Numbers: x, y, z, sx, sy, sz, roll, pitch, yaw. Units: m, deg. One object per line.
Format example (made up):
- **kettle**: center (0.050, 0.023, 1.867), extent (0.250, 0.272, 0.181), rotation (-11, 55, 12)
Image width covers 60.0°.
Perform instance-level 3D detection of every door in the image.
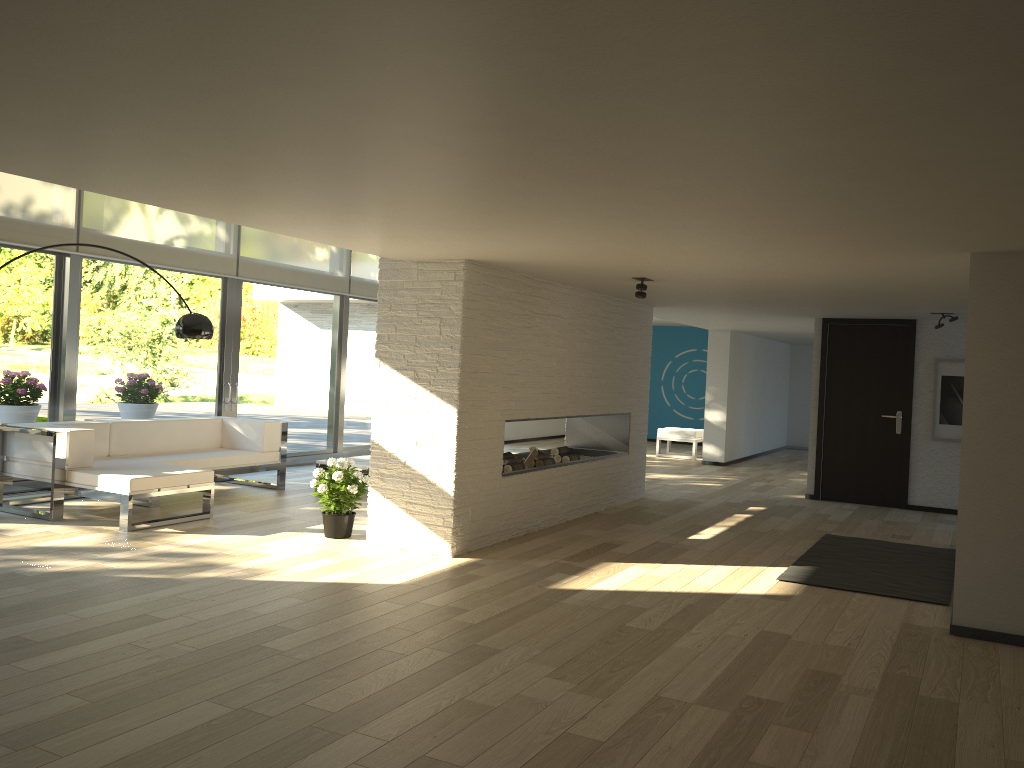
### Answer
- **door**: center (-1.389, -0.012, 10.642), extent (19.445, 2.373, 22.944), rotation (3, 1, 28)
- **door**: center (3.700, 0.289, 9.313), extent (0.920, 1.947, 0.108), rotation (3, 0, 28)

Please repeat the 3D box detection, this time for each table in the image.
- **table**: center (-1.024, 0.906, 8.584), extent (1.220, 0.305, 1.220), rotation (3, 1, 28)

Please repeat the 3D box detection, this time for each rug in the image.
- **rug**: center (2.557, 1.256, 6.218), extent (0.979, 0.011, 1.998), rotation (3, 1, 28)

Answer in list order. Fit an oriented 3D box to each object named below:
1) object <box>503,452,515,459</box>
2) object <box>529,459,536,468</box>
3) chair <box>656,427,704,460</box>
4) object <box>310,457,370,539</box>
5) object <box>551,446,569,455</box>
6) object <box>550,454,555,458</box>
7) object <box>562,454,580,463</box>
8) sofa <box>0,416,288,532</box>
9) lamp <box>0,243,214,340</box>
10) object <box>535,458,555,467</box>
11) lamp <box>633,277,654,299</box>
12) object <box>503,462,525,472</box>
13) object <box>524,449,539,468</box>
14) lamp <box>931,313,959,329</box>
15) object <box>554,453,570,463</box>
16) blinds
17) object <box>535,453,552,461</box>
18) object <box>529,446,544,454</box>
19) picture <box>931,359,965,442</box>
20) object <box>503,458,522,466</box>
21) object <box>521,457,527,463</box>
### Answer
- **object**: center (-0.078, 0.604, 7.200), extent (0.093, 0.088, 0.260), rotation (3, 1, 27)
- **object**: center (0.213, 0.675, 7.673), extent (0.076, 0.076, 0.236), rotation (3, 1, 27)
- **chair**: center (2.648, 0.923, 13.834), extent (0.611, 0.442, 0.610), rotation (3, 1, 28)
- **object**: center (-1.219, 0.809, 6.326), extent (0.430, 0.571, 0.405), rotation (2, 1, -40)
- **object**: center (0.443, 0.614, 8.172), extent (0.082, 0.073, 0.237), rotation (3, 1, 27)
- **object**: center (0.407, 0.676, 8.193), extent (0.075, 0.074, 0.245), rotation (3, 1, 27)
- **object**: center (0.540, 0.683, 8.119), extent (0.082, 0.073, 0.237), rotation (3, 1, 27)
- **sofa**: center (-2.797, 0.670, 7.472), extent (1.546, 0.654, 2.404), rotation (3, 1, 28)
- **lamp**: center (-3.143, -0.024, 6.547), extent (1.753, 2.024, 0.282), rotation (2, 0, -19)
- **object**: center (0.287, 0.679, 7.645), extent (0.082, 0.073, 0.237), rotation (3, 1, 27)
- **lamp**: center (0.948, -0.697, 6.506), extent (0.135, 0.153, 0.234), rotation (3, 1, 28)
- **object**: center (0.020, 0.675, 7.142), extent (0.082, 0.073, 0.237), rotation (3, 1, 27)
- **object**: center (0.148, 0.629, 7.518), extent (0.064, 0.165, 0.225), rotation (3, 1, 27)
- **lamp**: center (4.010, -0.582, 8.222), extent (0.234, 0.153, 0.135), rotation (3, 1, 28)
- **object**: center (0.465, 0.679, 8.147), extent (0.076, 0.076, 0.236), rotation (3, 1, 27)
- **blinds**: center (-2.904, -1.603, 9.390), extent (0.056, 0.984, 11.527), rotation (3, 1, 28)
- **object**: center (0.268, 0.636, 7.683), extent (0.064, 0.060, 0.229), rotation (3, 1, 29)
- **object**: center (0.235, 0.626, 7.790), extent (0.093, 0.170, 0.271), rotation (3, 1, 27)
- **picture**: center (4.692, 0.180, 8.760), extent (0.959, 0.828, 0.017), rotation (3, 0, 28)
- **object**: center (0.000, 0.632, 7.181), extent (0.064, 0.060, 0.229), rotation (3, 1, 29)
- **object**: center (0.154, 0.672, 7.719), extent (0.075, 0.074, 0.245), rotation (3, 1, 27)
